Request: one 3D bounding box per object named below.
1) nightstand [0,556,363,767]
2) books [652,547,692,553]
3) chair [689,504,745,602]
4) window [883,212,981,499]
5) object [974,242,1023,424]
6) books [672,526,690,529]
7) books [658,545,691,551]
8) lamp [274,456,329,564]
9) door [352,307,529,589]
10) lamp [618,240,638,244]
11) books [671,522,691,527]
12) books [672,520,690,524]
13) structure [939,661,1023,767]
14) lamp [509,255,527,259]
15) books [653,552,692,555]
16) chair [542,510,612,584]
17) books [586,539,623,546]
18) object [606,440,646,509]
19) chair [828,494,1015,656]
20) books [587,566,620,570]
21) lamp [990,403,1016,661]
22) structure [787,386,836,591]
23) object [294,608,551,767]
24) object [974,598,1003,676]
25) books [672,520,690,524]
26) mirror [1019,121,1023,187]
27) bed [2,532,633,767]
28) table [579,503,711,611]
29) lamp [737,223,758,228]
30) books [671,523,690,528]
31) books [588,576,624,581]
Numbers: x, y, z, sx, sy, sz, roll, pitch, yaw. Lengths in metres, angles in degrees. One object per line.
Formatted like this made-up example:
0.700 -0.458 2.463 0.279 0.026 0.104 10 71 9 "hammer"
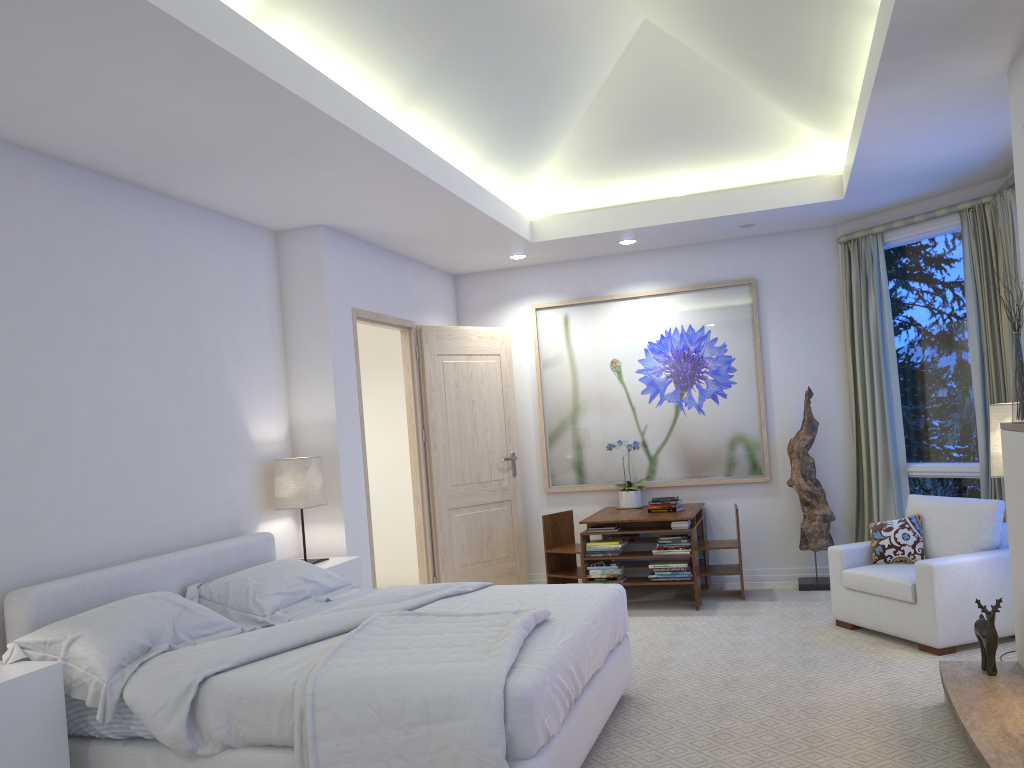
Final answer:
-1.403 1.259 3.841 0.400 0.599 2.549 -4 -3 17 "nightstand"
1.060 1.085 5.816 0.249 0.015 0.179 -5 -3 17 "books"
1.393 1.150 6.075 0.340 0.610 0.340 -4 0 12 "chair"
1.826 -0.087 2.834 0.815 2.025 6.843 -4 -2 17 "window"
1.879 -0.195 3.360 0.192 0.693 0.189 -4 0 -45 "object"
1.102 0.931 5.773 0.101 0.012 0.140 -5 -3 17 "books"
1.066 1.072 5.800 0.205 0.011 0.148 -5 -3 17 "books"
-1.162 0.698 4.895 0.210 0.583 0.210 -4 0 17 "lamp"
-0.548 0.575 6.167 0.361 2.055 1.780 -4 -1 34 "door"
0.816 -0.993 6.229 0.137 0.014 0.137 -4 -3 -11 "lamp"
1.102 0.913 5.778 0.108 0.020 0.151 -5 -3 17 "books"
1.101 0.895 5.772 0.100 0.012 0.140 -5 -3 17 "books"
1.668 1.198 2.921 0.329 0.172 1.454 -5 -3 17 "structure"
0.044 -0.924 6.474 0.137 0.014 0.137 -4 -3 -11 "lamp"
1.064 1.099 5.810 0.240 0.017 0.172 -5 -3 22 "books"
0.477 1.234 6.389 0.341 0.610 0.339 -5 -1 42 "chair"
0.623 1.062 5.939 0.217 0.019 0.157 -5 -3 17 "books"
0.846 0.666 6.561 0.305 0.504 0.216 -4 0 17 "object"
2.226 0.976 4.754 0.687 0.706 0.808 -4 -1 -18 "chair"
0.617 1.220 5.924 0.205 0.019 0.119 -5 -3 17 "books"
2.571 0.685 4.442 0.277 1.205 1.527 -4 -1 30 "lamp"
2.059 0.711 6.123 0.305 1.394 0.263 -4 0 18 "structure"
-0.257 1.076 3.067 0.718 0.466 0.913 -5 -2 14 "object"
1.834 0.971 3.414 0.096 0.308 0.179 -4 0 4 "object"
1.101 0.895 5.771 0.103 0.013 0.142 -5 -3 17 "books"
1.773 -0.484 2.837 0.039 0.940 0.840 -4 -1 17 "mirror"
-0.636 1.085 3.667 2.022 0.815 1.968 -5 -2 17 "bed"
0.955 1.194 6.206 0.741 0.600 0.900 -5 -2 17 "table"
1.591 -1.063 5.984 0.137 0.014 0.137 -4 -3 -11 "lamp"
1.102 0.913 5.777 0.111 0.022 0.153 -5 -3 17 "books"
0.630 1.292 5.926 0.217 0.021 0.157 -5 -3 17 "books"
